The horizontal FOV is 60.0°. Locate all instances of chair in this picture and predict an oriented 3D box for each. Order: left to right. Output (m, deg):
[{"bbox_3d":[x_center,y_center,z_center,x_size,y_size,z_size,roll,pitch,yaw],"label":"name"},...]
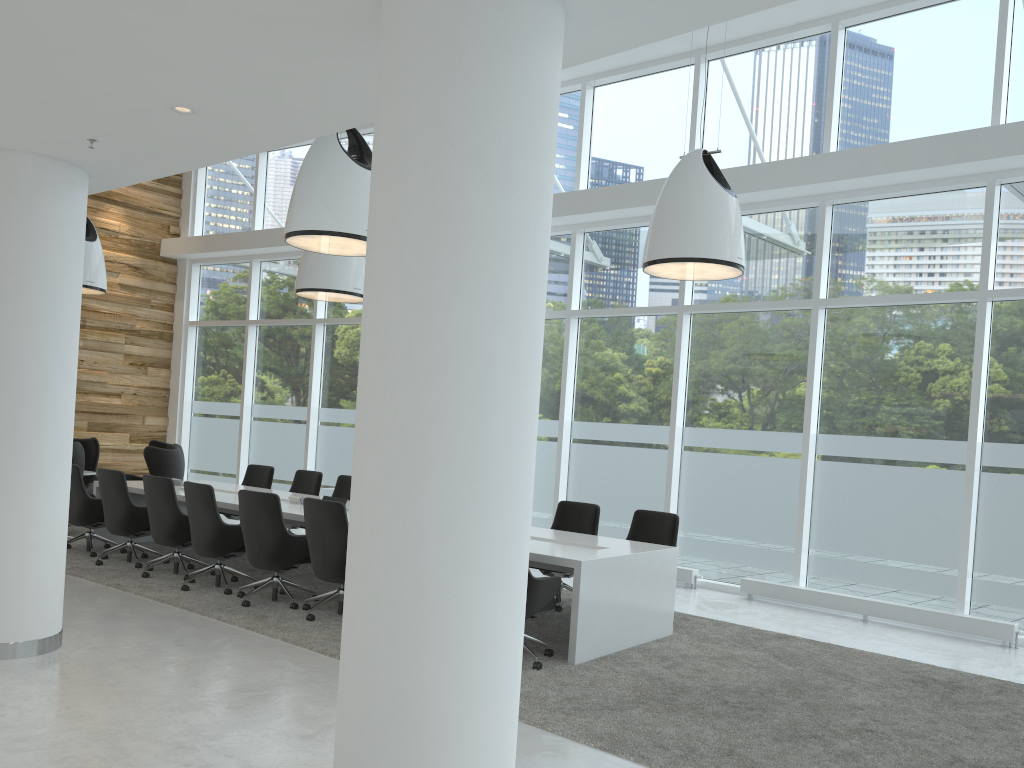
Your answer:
[{"bbox_3d":[-5.481,1.241,10.587,0.916,1.153,0.915,4,-1,-33],"label":"chair"},{"bbox_3d":[-6.372,1.303,12.738,0.916,1.153,0.915,4,-1,-33],"label":"chair"},{"bbox_3d":[-4.532,1.336,9.527,0.684,0.967,0.675,3,-1,42],"label":"chair"},{"bbox_3d":[-3.884,1.352,9.038,0.684,0.967,0.675,3,-1,37],"label":"chair"},{"bbox_3d":[-4.752,1.342,11.519,0.917,1.153,0.914,4,-1,-3],"label":"chair"},{"bbox_3d":[-5.186,1.378,12.679,0.912,1.153,0.919,3,-1,27],"label":"chair"},{"bbox_3d":[-3.223,1.369,8.556,0.684,0.967,0.675,3,-1,37],"label":"chair"},{"bbox_3d":[-2.652,1.378,8.051,0.684,0.967,0.675,3,-1,42],"label":"chair"},{"bbox_3d":[-3.383,1.506,11.194,0.684,0.967,0.675,3,-1,32],"label":"chair"},{"bbox_3d":[-2.013,1.395,7.597,0.684,0.967,0.675,3,-1,32],"label":"chair"},{"bbox_3d":[-2.663,1.526,10.696,0.684,0.967,0.675,3,-1,37],"label":"chair"},{"bbox_3d":[-2.039,1.538,10.174,0.684,0.967,0.675,3,-1,37],"label":"chair"},{"bbox_3d":[-1.374,1.416,7.224,0.684,0.967,0.675,3,-1,37],"label":"chair"},{"bbox_3d":[-0.031,1.448,6.204,0.684,0.967,0.675,3,-1,32],"label":"chair"},{"bbox_3d":[0.470,1.602,8.359,0.684,0.967,0.675,3,-1,37],"label":"chair"},{"bbox_3d":[1.119,1.618,7.870,0.684,0.967,0.675,3,-1,42],"label":"chair"}]

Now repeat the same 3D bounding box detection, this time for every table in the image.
[{"bbox_3d":[-5.924,1.495,11.651,0.801,0.696,0.798,5,-2,-28],"label":"table"},{"bbox_3d":[-1.709,1.596,8.714,6.541,0.739,1.505,1,-3,37],"label":"table"}]

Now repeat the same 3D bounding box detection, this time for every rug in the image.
[{"bbox_3d":[-2.096,1.946,8.798,13.417,0.010,3.951,1,-4,37],"label":"rug"}]

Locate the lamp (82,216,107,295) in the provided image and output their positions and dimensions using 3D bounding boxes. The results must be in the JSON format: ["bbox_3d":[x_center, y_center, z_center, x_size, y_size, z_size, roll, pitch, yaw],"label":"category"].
[{"bbox_3d":[-5.652,-3.055,11.557,0.885,3.649,0.882,4,1,-15],"label":"lamp"}]

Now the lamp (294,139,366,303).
[{"bbox_3d":[-2.058,-2.865,10.691,0.885,3.649,0.883,4,1,-10],"label":"lamp"}]

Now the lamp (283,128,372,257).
[{"bbox_3d":[-1.381,-2.996,7.560,0.884,3.649,0.883,4,1,-8],"label":"lamp"}]

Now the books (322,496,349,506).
[{"bbox_3d":[-1.813,1.246,8.856,0.356,0.230,0.139,2,-1,37],"label":"books"}]

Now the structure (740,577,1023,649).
[{"bbox_3d":[3.488,2.203,8.626,2.683,0.214,0.150,1,-2,41],"label":"structure"}]

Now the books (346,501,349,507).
[{"bbox_3d":[-1.819,1.265,8.881,0.351,0.241,0.158,2,-1,37],"label":"books"}]

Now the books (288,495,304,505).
[{"bbox_3d":[-2.156,1.253,8.993,0.190,0.238,0.154,3,-1,37],"label":"books"}]

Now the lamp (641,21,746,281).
[{"bbox_3d":[1.683,-2.788,7.648,0.884,3.649,0.883,4,1,-7],"label":"lamp"}]

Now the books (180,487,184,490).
[{"bbox_3d":[-3.477,1.150,9.700,0.225,0.026,0.263,7,-4,-43],"label":"books"}]

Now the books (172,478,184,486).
[{"bbox_3d":[-3.834,1.213,10.245,0.182,0.241,0.153,3,-1,37],"label":"books"}]

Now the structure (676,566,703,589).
[{"bbox_3d":[1.063,2.157,10.670,2.683,0.214,0.150,1,-2,39],"label":"structure"}]
